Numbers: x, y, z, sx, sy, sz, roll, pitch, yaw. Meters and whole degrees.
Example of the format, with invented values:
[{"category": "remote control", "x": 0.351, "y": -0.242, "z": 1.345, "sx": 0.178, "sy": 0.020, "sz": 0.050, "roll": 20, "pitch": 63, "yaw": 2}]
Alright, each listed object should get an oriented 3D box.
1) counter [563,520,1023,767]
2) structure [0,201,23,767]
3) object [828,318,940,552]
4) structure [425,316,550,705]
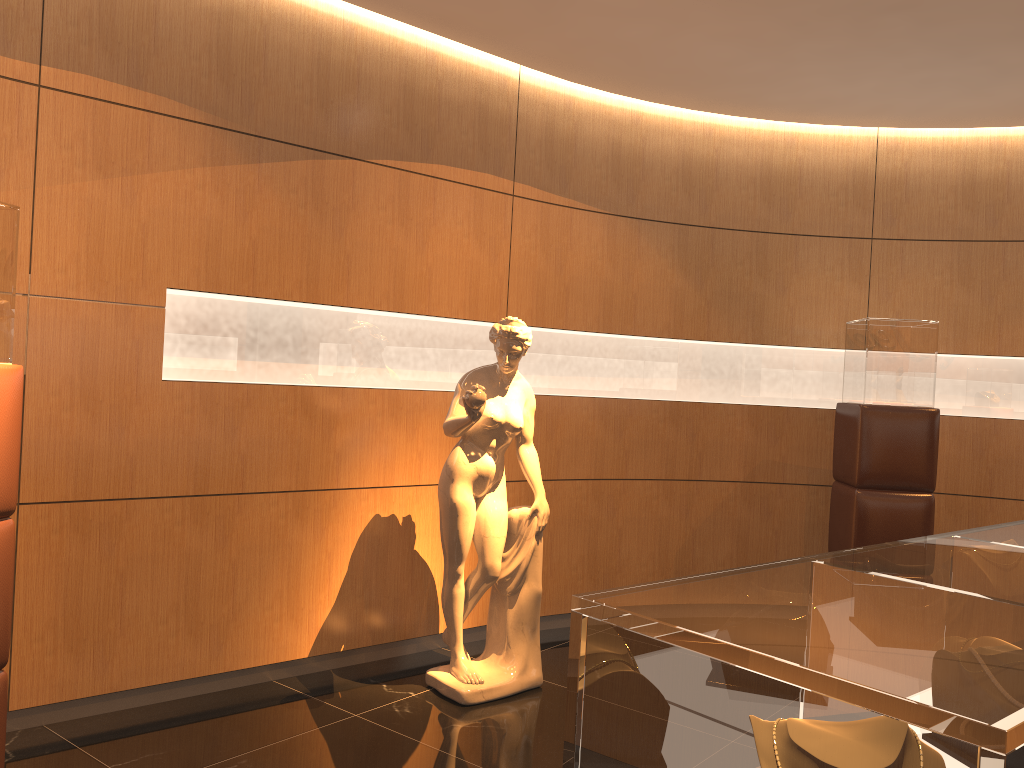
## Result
[{"category": "counter", "x": 1.199, "y": 0.955, "z": 1.903, "sx": 2.514, "sy": 1.173, "sz": 0.615, "roll": 3, "pitch": 0, "yaw": -41}, {"category": "structure", "x": -1.844, "y": 0.423, "z": 2.655, "sx": 0.484, "sy": 2.000, "sz": 0.498, "roll": 3, "pitch": 0, "yaw": 7}, {"category": "object", "x": 2.212, "y": 0.624, "z": 5.313, "sx": 0.484, "sy": 2.000, "sz": 0.498, "roll": 3, "pitch": 0, "yaw": 3}, {"category": "structure", "x": -0.149, "y": 0.586, "z": 4.353, "sx": 0.477, "sy": 1.836, "sz": 0.733, "roll": 3, "pitch": 0, "yaw": 38}]
